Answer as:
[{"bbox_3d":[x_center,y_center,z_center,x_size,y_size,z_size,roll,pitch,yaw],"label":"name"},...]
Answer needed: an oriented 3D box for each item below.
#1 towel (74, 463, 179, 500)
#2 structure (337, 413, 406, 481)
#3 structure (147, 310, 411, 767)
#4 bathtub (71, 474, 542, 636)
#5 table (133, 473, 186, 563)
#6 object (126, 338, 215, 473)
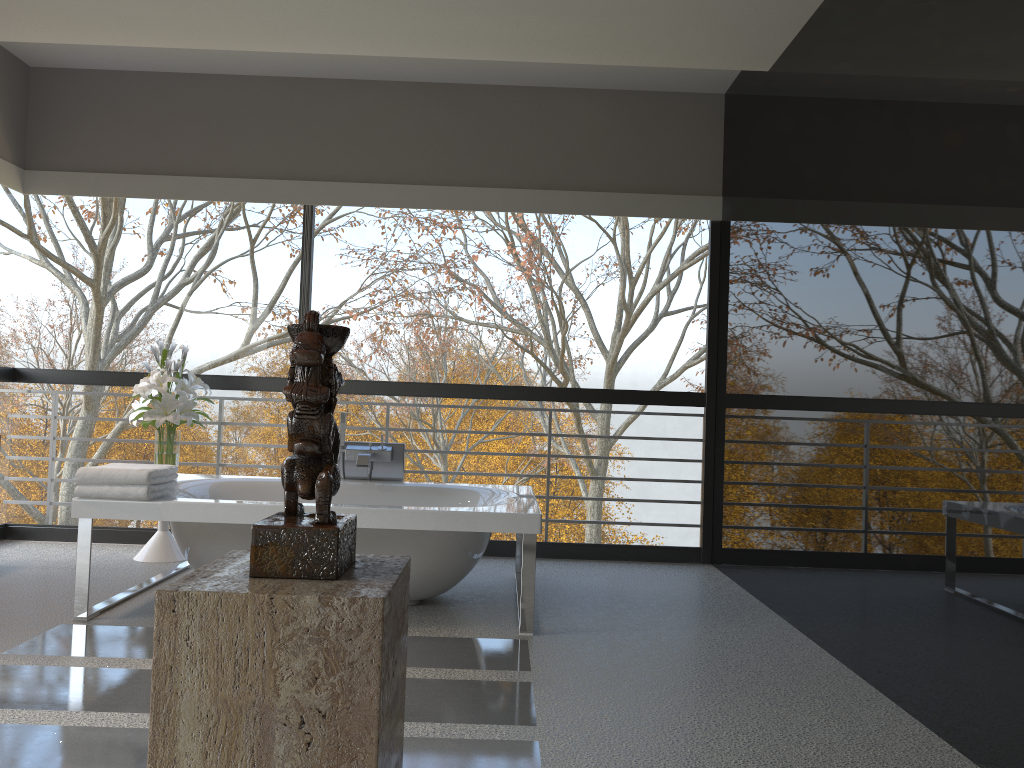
[{"bbox_3d":[-1.646,0.424,3.813,0.322,0.145,0.305,2,-2,2],"label":"towel"},{"bbox_3d":[-0.822,0.608,4.954,0.402,0.885,0.330,2,-2,-1],"label":"structure"},{"bbox_3d":[-0.314,0.431,1.281,0.292,1.074,0.328,2,-2,-1],"label":"structure"},{"bbox_3d":[-0.866,0.777,4.342,1.958,0.504,1.327,2,-2,-1],"label":"bathtub"},{"bbox_3d":[-2.017,0.769,5.140,0.307,0.479,0.307,3,-2,-17],"label":"table"},{"bbox_3d":[-2.007,0.132,5.156,0.450,0.796,0.459,1,-2,27],"label":"object"}]
